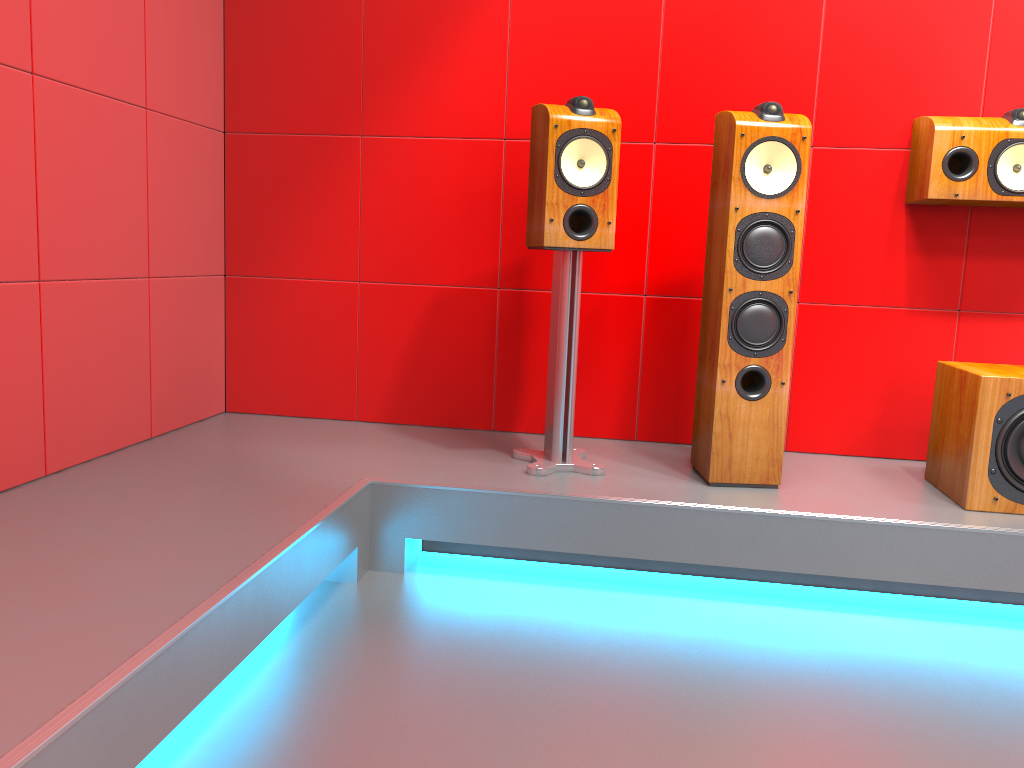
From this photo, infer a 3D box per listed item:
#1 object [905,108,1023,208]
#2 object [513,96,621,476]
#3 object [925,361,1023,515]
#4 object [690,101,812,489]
[{"bbox_3d":[1.485,-0.677,2.658,0.493,0.271,0.235,4,8,8],"label":"object"},{"bbox_3d":[0.158,-0.280,2.582,0.231,1.058,0.265,1,8,-12],"label":"object"},{"bbox_3d":[1.404,0.144,2.452,0.360,0.360,0.360,4,8,8],"label":"object"},{"bbox_3d":[0.669,-0.246,2.511,0.203,1.052,0.238,2,8,-2],"label":"object"}]
